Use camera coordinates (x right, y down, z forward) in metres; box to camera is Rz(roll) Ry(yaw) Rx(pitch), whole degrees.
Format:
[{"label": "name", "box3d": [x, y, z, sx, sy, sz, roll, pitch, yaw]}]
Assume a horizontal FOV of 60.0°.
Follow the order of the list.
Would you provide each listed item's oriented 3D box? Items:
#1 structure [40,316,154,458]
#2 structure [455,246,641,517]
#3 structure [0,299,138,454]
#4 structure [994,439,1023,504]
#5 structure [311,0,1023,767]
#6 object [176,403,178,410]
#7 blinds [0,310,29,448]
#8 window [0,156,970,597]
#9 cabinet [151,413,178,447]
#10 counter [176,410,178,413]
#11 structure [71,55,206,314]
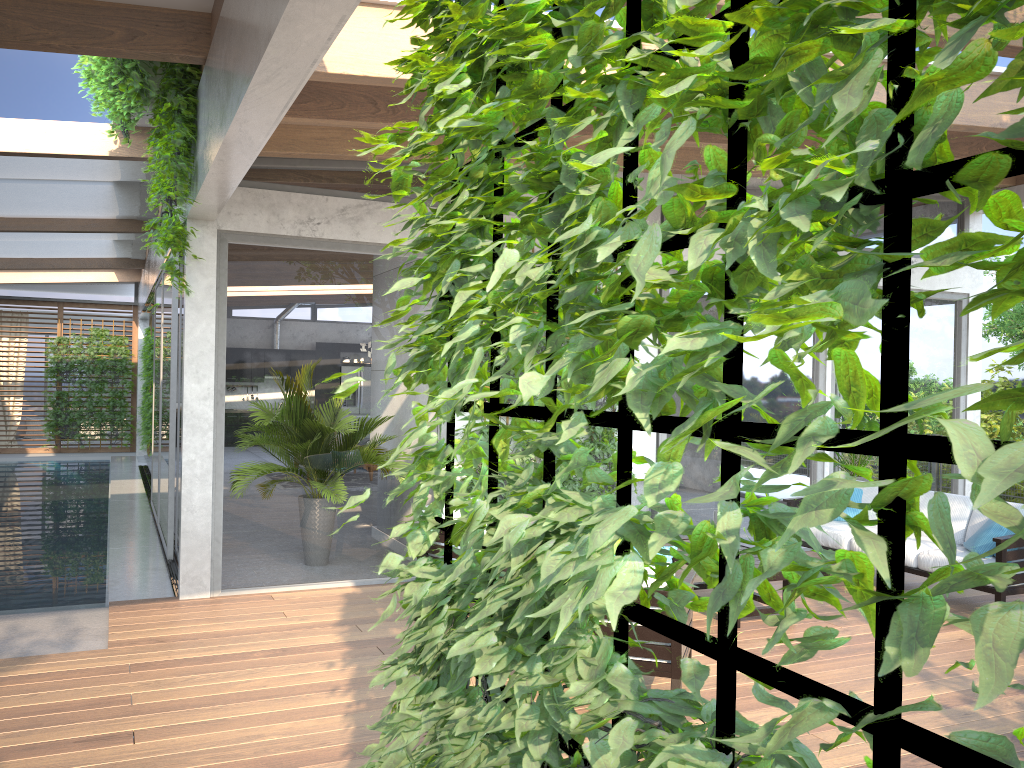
[{"label": "structure", "box3d": [-7.556, 0.038, 13.554, 2.739, 2.687, 10.282, 1, 0, -7]}, {"label": "structure", "box3d": [0.332, 0.201, 7.402, 1.851, 2.669, 0.500, 1, 0, -24]}, {"label": "structure", "box3d": [-9.874, -0.149, 17.804, 4.313, 3.079, 0.085, 1, 0, -24]}, {"label": "structure", "box3d": [4.125, 1.371, 8.397, 15.587, 3.022, 31.708, 1, 0, 17]}, {"label": "structure", "box3d": [0.137, 0.217, 1.046, 0.500, 2.687, 1.807, 1, 0, -24]}, {"label": "object", "box3d": [-7.530, 0.515, 20.315, 0.381, 0.134, 0.590, 1, 0, -36]}, {"label": "blinds", "box3d": [-10.840, -0.081, 17.756, 2.087, 2.898, 0.692, 1, 0, -20]}, {"label": "window", "box3d": [-2.889, -0.333, 14.644, 14.294, 3.764, 23.280, 1, 0, -24]}, {"label": "cabinet", "box3d": [-5.578, 0.219, 21.196, 5.901, 2.502, 0.709, 1, 0, -26]}, {"label": "counter", "box3d": [-6.530, 0.631, 20.747, 3.805, 0.061, 0.607, 1, 0, -24]}, {"label": "structure", "box3d": [-2.533, -1.484, 6.088, 0.918, 2.054, 1.822, 1, 0, -27]}]
